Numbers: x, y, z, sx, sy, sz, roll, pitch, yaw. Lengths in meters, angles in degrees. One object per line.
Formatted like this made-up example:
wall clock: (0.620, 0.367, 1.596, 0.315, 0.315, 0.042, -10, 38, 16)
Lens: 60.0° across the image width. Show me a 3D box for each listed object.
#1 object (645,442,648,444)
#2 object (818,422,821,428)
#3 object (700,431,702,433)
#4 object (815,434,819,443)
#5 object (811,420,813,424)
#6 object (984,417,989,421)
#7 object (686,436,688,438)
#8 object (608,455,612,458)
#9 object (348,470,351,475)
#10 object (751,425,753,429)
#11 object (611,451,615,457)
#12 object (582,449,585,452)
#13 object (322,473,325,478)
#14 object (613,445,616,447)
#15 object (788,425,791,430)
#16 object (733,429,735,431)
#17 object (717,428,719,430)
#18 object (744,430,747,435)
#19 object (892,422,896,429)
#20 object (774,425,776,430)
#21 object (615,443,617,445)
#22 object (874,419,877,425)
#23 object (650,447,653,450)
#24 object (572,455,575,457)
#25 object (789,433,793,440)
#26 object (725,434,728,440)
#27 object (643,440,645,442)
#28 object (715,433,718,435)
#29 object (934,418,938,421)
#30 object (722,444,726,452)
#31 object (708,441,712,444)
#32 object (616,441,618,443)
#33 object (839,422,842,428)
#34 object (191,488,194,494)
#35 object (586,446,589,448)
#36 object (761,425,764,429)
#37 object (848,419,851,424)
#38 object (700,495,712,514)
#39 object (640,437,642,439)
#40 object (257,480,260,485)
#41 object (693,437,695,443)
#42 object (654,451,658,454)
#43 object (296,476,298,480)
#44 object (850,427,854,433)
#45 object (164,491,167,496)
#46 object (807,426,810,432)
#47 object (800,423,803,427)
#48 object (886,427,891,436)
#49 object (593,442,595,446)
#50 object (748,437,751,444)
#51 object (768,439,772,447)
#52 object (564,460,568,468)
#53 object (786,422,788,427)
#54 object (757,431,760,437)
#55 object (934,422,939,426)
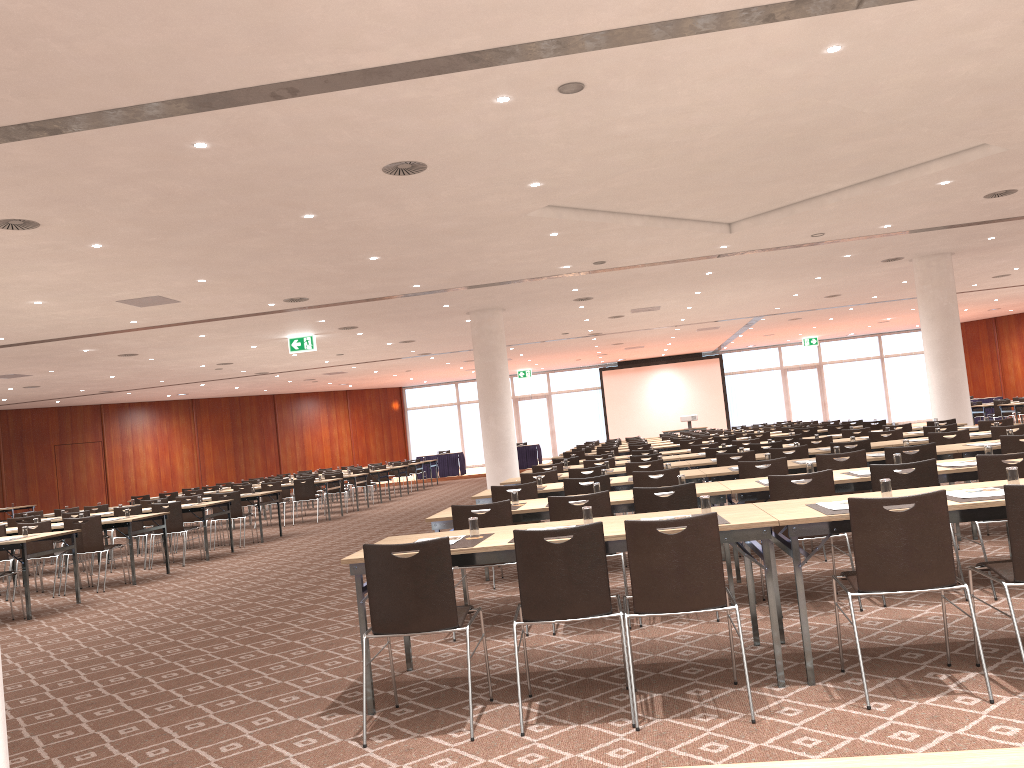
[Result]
object: (2.774, 1.258, 18.269, 0.054, 0.114, 0.054, -8, -4, 41)
object: (6.870, 0.915, 19.785, 0.054, 0.114, 0.054, -8, -4, 41)
object: (5.120, 1.341, 24.030, 0.054, 0.114, 0.054, -8, -4, 41)
object: (4.315, 0.770, 12.543, 0.054, 0.114, 0.054, -8, -4, 41)
object: (8.014, 1.017, 23.666, 0.054, 0.114, 0.054, -5, -3, -27)
object: (6.560, 0.518, 12.261, 0.054, 0.114, 0.054, -8, -4, 41)
object: (3.978, 1.239, 20.145, 0.054, 0.114, 0.054, -5, -3, -27)
object: (1.433, 1.093, 12.908, 0.054, 0.114, 0.054, -7, -3, 18)
object: (-3.870, 2.117, 21.108, 0.054, 0.114, 0.054, -5, -3, -27)
object: (6.982, 1.247, 25.813, 0.054, 0.114, 0.054, -8, -4, 41)
object: (1.691, 1.179, 14.885, 0.054, 0.114, 0.054, -7, -3, 18)
object: (1.487, 1.403, 18.445, 0.054, 0.114, 0.054, -5, -3, -27)
object: (-4.512, 2.190, 21.202, 0.054, 0.114, 0.054, -5, -3, -27)
object: (2.132, 1.331, 18.364, 0.054, 0.114, 0.054, -8, -4, 41)
object: (6.221, 0.987, 19.854, 0.054, 0.114, 0.054, -8, -4, 41)
object: (5.510, 1.182, 21.966, 0.054, 0.114, 0.054, -8, -4, 41)
object: (6.023, 1.354, 25.927, 0.054, 0.114, 0.054, -8, -4, 41)
object: (5.265, 1.095, 19.979, 0.054, 0.114, 0.054, -5, -3, -27)
object: (6.171, 0.678, 14.338, 0.054, 0.114, 0.054, -8, -4, 41)
object: (6.483, 1.073, 21.848, 0.054, 0.114, 0.054, -8, -4, 41)
object: (2.389, 1.416, 20.332, 0.054, 0.114, 0.054, -5, -3, -27)
object: (7.256, 0.756, 17.712, 0.054, 0.114, 0.054, -5, -3, -27)
object: (2.337, 1.107, 14.813, 0.054, 0.114, 0.054, -8, -4, 41)
object: (1.038, 1.252, 14.960, 0.054, 0.114, 0.054, -6, -3, -4)
object: (4.565, 0.857, 14.524, 0.054, 0.114, 0.054, -6, -3, -4)
object: (4.377, 1.079, 18.078, 0.054, 0.114, 0.054, -5, -3, -27)
object: (3.017, 1.347, 20.264, 0.054, 0.114, 0.054, -5, -3, -27)
object: (4.630, 1.166, 20.055, 0.054, 0.114, 0.054, -5, -3, -27)
object: (6.816, 0.605, 14.253, 0.054, 0.114, 0.054, -6, -3, -4)
object: (3.038, 0.913, 12.710, 0.054, 0.114, 0.054, -8, -4, 41)
object: (3.289, 1.000, 14.690, 0.054, 0.114, 0.054, -6, -3, -4)
object: (2.644, 1.504, 22.329, 0.054, 0.114, 0.054, -8, -4, 41)
object: (6.603, 0.830, 17.798, 0.054, 0.114, 0.054, -8, -4, 41)
object: (-7.013, 2.354, 19.489, 0.054, 0.114, 0.054, -8, -4, 41)
object: (1.745, 1.489, 20.425, 0.054, 0.114, 0.054, -5, -3, -27)
object: (6.736, 1.160, 23.826, 0.054, 0.114, 0.054, -8, -4, 41)
object: (7.496, 0.845, 19.702, 0.054, 0.114, 0.054, -5, -3, -27)
object: (1.071, 0.674, 4.899, 0.054, 0.114, 0.054, -5, -3, -27)
object: (3.525, 1.520, 24.235, 0.054, 0.114, 0.054, -8, -4, 41)
object: (-6.113, 2.369, 21.396, 0.054, 0.114, 0.054, -8, -4, 41)
object: (3.730, 1.151, 18.148, 0.054, 0.114, 0.054, -5, -3, -27)
object: (2.079, 1.020, 12.816, 0.054, 0.114, 0.054, -7, -3, 18)
object: (-5.151, 2.261, 21.283, 0.054, 0.114, 0.054, -5, -3, -27)
object: (5.523, 0.750, 14.410, 0.054, 0.114, 0.054, -7, -3, 18)
object: (-7.652, 2.426, 19.570, 0.054, 0.114, 0.054, -8, -4, 41)
object: (5.975, 0.900, 17.881, 0.054, 0.114, 0.054, -8, -4, 41)
object: (7.110, 1.003, 21.772, 0.054, 0.114, 0.054, -8, -4, 41)
object: (5.270, 0.663, 12.426, 0.054, 0.114, 0.054, -5, -3, -27)
object: (2.256, 1.661, 24.378, 0.054, 0.114, 0.054, -5, -3, -27)
object: (3.918, 0.929, 14.608, 0.054, 0.114, 0.054, -6, -3, -4)
object: (3.675, 0.842, 12.626, 0.054, 0.114, 0.054, -8, -4, 41)
object: (0.790, 1.165, 12.992, 0.054, 0.114, 0.054, -8, -4, 41)
object: (7.370, 1.088, 23.741, 0.054, 0.114, 0.054, -8, -4, 41)
object: (5.009, 1.008, 17.996, 0.054, 0.114, 0.054, -5, -3, -27)
object: (5.914, 0.591, 12.340, 0.054, 0.114, 0.054, -5, -3, -27)
